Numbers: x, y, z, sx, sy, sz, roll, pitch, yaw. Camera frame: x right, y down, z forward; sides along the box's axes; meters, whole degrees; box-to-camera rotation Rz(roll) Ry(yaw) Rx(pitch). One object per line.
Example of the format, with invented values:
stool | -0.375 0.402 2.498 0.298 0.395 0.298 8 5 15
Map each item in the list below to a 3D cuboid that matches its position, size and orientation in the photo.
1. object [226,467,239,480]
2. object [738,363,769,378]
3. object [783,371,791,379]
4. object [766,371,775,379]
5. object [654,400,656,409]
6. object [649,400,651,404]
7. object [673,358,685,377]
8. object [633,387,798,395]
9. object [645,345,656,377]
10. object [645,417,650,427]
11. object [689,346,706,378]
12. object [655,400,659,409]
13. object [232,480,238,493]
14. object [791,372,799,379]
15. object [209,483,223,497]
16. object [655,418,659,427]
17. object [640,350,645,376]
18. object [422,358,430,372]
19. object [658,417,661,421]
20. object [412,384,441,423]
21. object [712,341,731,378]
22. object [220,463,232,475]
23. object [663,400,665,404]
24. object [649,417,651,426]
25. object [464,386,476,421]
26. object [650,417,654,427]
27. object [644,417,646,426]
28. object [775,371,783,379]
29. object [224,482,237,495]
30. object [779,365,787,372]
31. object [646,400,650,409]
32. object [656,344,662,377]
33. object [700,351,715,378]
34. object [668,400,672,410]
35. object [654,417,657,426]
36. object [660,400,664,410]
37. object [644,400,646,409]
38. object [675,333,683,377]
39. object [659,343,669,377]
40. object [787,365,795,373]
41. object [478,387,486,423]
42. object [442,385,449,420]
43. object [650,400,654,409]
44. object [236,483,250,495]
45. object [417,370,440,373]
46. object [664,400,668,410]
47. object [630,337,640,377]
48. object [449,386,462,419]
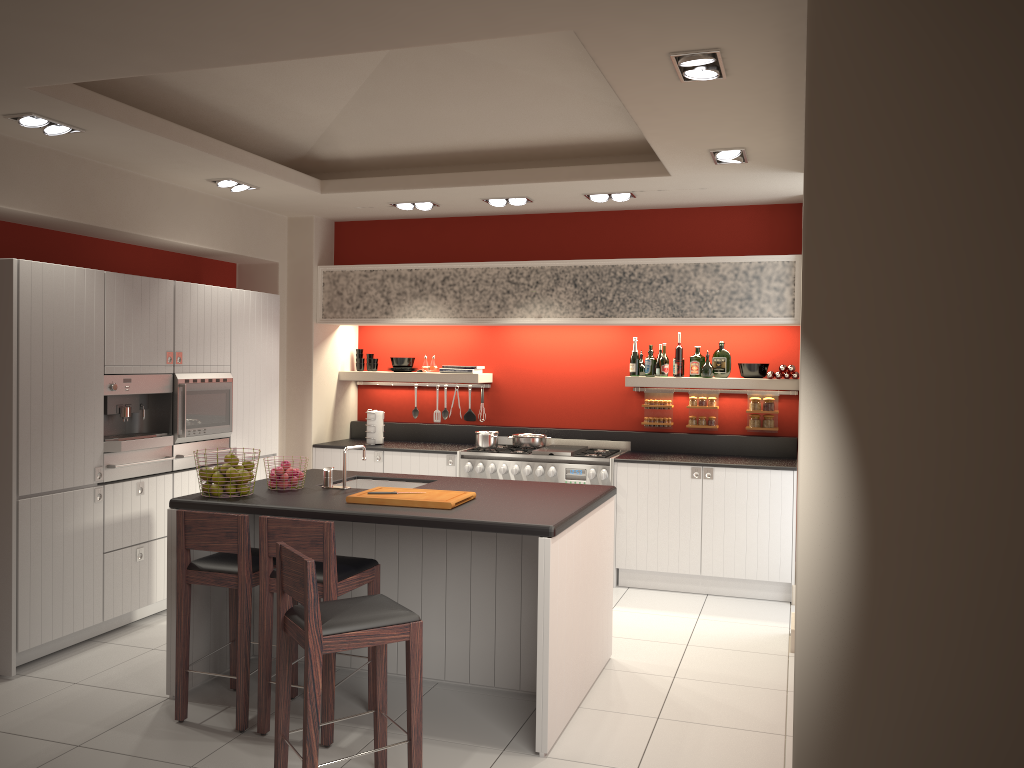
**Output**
object | -1.454 0.467 4.615 0.067 0.068 0.067 0 1 -20
object | 1.968 -0.107 7.228 0.251 0.121 0.251 1 1 0
object | 2.195 -0.069 7.078 0.061 0.061 0.366 1 1 18
object | 2.069 -0.071 7.096 0.062 0.062 0.366 1 1 18
object | 1.224 0.174 7.556 0.034 0.078 0.034 2 1 39
object | 1.187 0.173 7.569 0.034 0.078 0.034 2 1 39
object | 1.399 -0.190 7.437 0.094 0.263 0.094 0 1 -16
object | 1.695 0.060 7.467 1.355 0.034 0.048 1 1 18
object | 1.149 -0.192 7.349 0.094 0.264 0.094 1 1 7
object | 1.153 0.322 7.541 0.034 0.078 0.034 2 1 39
object | 1.536 -0.184 7.346 0.071 0.260 0.112 0 2 -43
object | 1.229 0.175 7.514 0.034 0.078 0.034 2 1 39
object | -1.457 0.540 4.733 0.084 0.079 0.086 0 1 -27
object | 2.249 -0.068 7.040 0.061 0.061 0.366 1 1 18
object | -1.532 0.550 4.596 0.068 0.068 0.068 1 1 29
object | 1.227 0.323 7.517 0.034 0.078 0.034 2 1 39
object | 1.104 -0.180 7.580 0.113 0.226 0.113 0 1 -31
object | -0.783 -0.172 8.053 0.076 0.131 0.076 0 1 -30
object | 1.261 0.323 7.547 0.034 0.078 0.034 2 1 39
object | -0.795 0.179 8.245 0.287 0.351 0.022 1 1 19
object | 1.723 -0.201 7.296 0.057 0.303 0.186 0 2 -42
object | -1.500 0.448 4.655 0.057 0.061 0.062 2 1 33
object | 1.300 0.176 7.532 0.034 0.078 0.034 2 1 39
object | 1.185 0.321 7.571 0.034 0.078 0.034 2 1 39
object | -0.381 0.179 8.135 0.123 0.331 0.040 1 1 18
object | 1.190 0.322 7.529 0.034 0.078 0.034 2 1 39
object | 1.148 0.320 7.583 0.034 0.078 0.034 2 1 39
object | 2.129 -0.070 7.077 0.062 0.062 0.366 1 1 18
object | -1.475 0.549 4.656 0.068 0.068 0.068 1 1 29
object | 2.166 -0.124 7.088 0.062 0.062 0.366 1 1 18
object | 1.155 0.173 7.538 0.034 0.078 0.034 2 1 39
object | 1.258 -0.201 7.517 0.083 0.277 0.083 1 1 22
object | 1.587 -0.164 7.197 0.113 0.226 0.113 1 1 29
object | 1.337 0.176 7.520 0.034 0.078 0.034 2 1 39
object | 1.222 0.322 7.559 0.034 0.078 0.034 2 1 39
object | 1.266 0.176 7.502 0.034 0.078 0.034 2 1 39
object | 1.150 0.172 7.581 0.034 0.078 0.034 2 1 39
object | 1.391 -0.239 7.340 0.062 0.366 0.210 1 1 17
object | 1.273 -0.200 7.420 0.080 0.278 0.080 1 1 21
object | 2.219 -0.122 7.047 0.062 0.062 0.366 1 1 18
object | -0.271 0.188 8.080 0.069 0.328 0.069 1 1 -5
object | -0.614 0.170 8.189 0.067 0.323 0.022 1 1 17
object | 1.192 0.174 7.526 0.034 0.078 0.034 2 1 39
object | -1.413 0.550 4.659 0.068 0.068 0.068 1 1 29
object | -0.752 -0.117 8.085 0.183 0.027 0.160 -1 2 -44
object | 1.303 0.177 7.490 0.034 0.078 0.034 2 1 39
object | 1.028 -0.228 7.410 0.083 0.331 0.083 1 1 -11
object | -0.519 0.168 8.161 0.124 0.297 0.009 1 1 18
